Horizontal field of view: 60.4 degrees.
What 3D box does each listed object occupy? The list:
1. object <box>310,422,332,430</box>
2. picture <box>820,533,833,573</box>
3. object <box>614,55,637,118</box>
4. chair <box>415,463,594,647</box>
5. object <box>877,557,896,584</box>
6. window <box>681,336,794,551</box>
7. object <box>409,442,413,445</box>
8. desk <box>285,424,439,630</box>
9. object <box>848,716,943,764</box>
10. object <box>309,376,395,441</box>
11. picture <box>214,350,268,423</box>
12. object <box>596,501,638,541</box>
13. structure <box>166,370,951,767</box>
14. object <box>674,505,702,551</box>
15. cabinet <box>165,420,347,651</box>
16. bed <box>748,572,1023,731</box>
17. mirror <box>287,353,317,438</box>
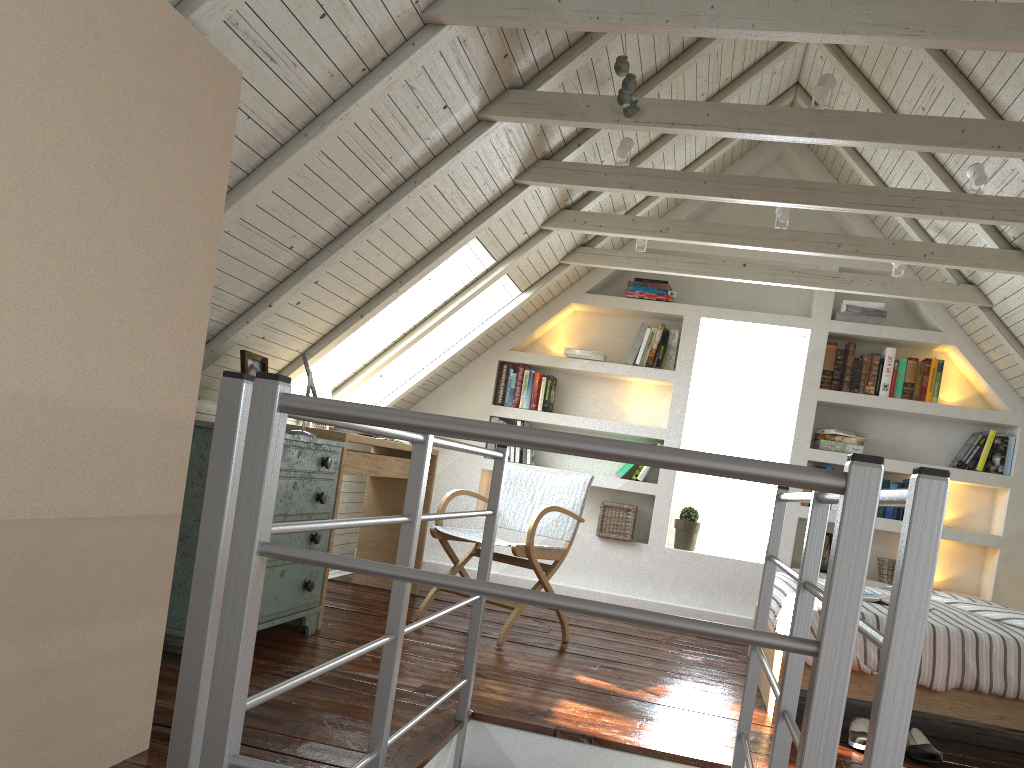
[{"bbox_3d":[-0.784,0.139,3.662,0.109,0.100,0.082,10,-2,-37],"label":"object"},{"bbox_3d":[1.689,0.927,4.867,0.175,0.223,0.125,9,0,-38],"label":"picture"},{"bbox_3d":[0.321,-0.818,2.447,0.059,0.067,0.285,8,-5,11],"label":"object"},{"bbox_3d":[-0.024,0.764,4.097,0.545,0.792,0.565,8,-1,37],"label":"chair"},{"bbox_3d":[2.148,1.039,4.834,0.282,0.134,0.178,8,-3,3],"label":"object"},{"bbox_3d":[0.176,0.024,4.444,3.106,1.376,1.399,9,-2,-11],"label":"window"},{"bbox_3d":[-0.508,0.249,4.749,0.089,0.186,0.087,8,1,-24],"label":"object"},{"bbox_3d":[-0.775,0.654,4.226,0.376,0.805,1.332,9,-3,12],"label":"desk"},{"bbox_3d":[1.302,1.211,3.024,0.284,0.091,0.276,8,-5,10],"label":"object"},{"bbox_3d":[-0.724,0.116,4.057,0.353,0.238,0.390,8,-4,7],"label":"object"},{"bbox_3d":[-0.936,0.020,3.073,0.146,0.259,0.202,9,-1,7],"label":"picture"},{"bbox_3d":[0.614,0.798,5.137,0.204,0.201,0.206,8,-2,12],"label":"object"},{"bbox_3d":[0.127,0.625,1.747,0.833,0.995,1.649,8,-4,12],"label":"structure"},{"bbox_3d":[1.016,0.824,5.086,0.159,0.271,0.160,9,0,5],"label":"object"},{"bbox_3d":[-0.965,0.540,3.129,0.414,0.768,0.808,9,-2,12],"label":"cabinet"},{"bbox_3d":[2.020,1.070,3.633,1.871,0.705,1.884,8,-5,12],"label":"bed"},{"bbox_3d":[-0.787,0.043,3.388,0.113,0.319,0.205,8,0,-34],"label":"mirror"}]
